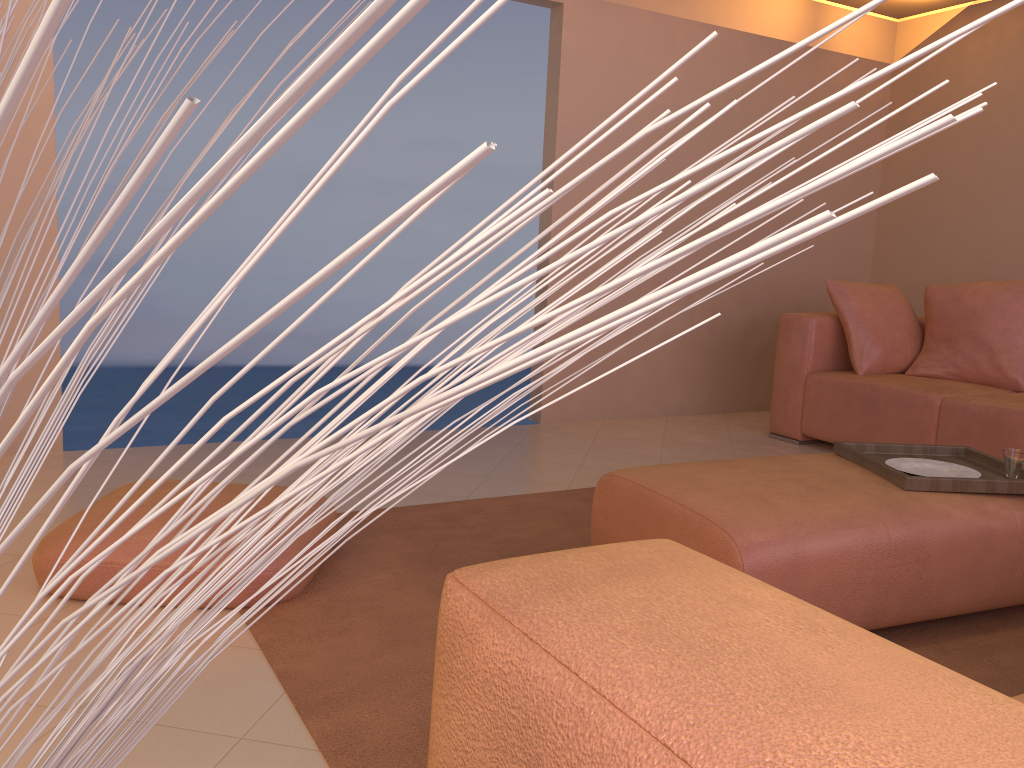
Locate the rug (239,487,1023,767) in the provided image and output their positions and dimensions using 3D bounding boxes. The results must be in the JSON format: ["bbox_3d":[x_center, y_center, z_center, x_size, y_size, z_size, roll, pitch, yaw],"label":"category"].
[{"bbox_3d":[0.594,0.552,2.599,2.626,0.005,1.833,-2,10,-29],"label":"rug"}]

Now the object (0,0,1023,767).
[{"bbox_3d":[-0.251,0.080,0.238,0.703,0.634,0.700,5,9,17],"label":"object"}]

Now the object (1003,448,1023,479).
[{"bbox_3d":[1.338,0.222,2.368,0.061,0.091,0.061,-5,12,-44],"label":"object"}]

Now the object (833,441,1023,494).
[{"bbox_3d":[1.197,0.230,2.486,0.421,0.034,0.436,2,8,-4],"label":"object"}]

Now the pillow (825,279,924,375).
[{"bbox_3d":[1.897,-0.280,4.561,0.554,0.486,0.335,-2,10,-32],"label":"pillow"}]

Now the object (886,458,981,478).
[{"bbox_3d":[1.153,0.239,2.435,0.240,0.018,0.240,7,9,24],"label":"object"}]

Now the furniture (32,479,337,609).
[{"bbox_3d":[-0.868,0.418,2.459,0.699,0.226,0.659,3,8,1],"label":"furniture"}]

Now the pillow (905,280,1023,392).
[{"bbox_3d":[2.250,-0.267,4.315,0.582,0.528,0.302,11,12,44],"label":"pillow"}]

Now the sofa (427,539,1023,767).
[{"bbox_3d":[1.334,0.487,0.999,2.781,0.672,0.943,-2,10,-29],"label":"sofa"}]

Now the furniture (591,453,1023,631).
[{"bbox_3d":[0.937,0.390,2.450,1.291,0.301,0.685,-1,9,-24],"label":"furniture"}]

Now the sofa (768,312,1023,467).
[{"bbox_3d":[2.428,0.141,3.721,0.943,0.672,2.781,-2,10,-29],"label":"sofa"}]
